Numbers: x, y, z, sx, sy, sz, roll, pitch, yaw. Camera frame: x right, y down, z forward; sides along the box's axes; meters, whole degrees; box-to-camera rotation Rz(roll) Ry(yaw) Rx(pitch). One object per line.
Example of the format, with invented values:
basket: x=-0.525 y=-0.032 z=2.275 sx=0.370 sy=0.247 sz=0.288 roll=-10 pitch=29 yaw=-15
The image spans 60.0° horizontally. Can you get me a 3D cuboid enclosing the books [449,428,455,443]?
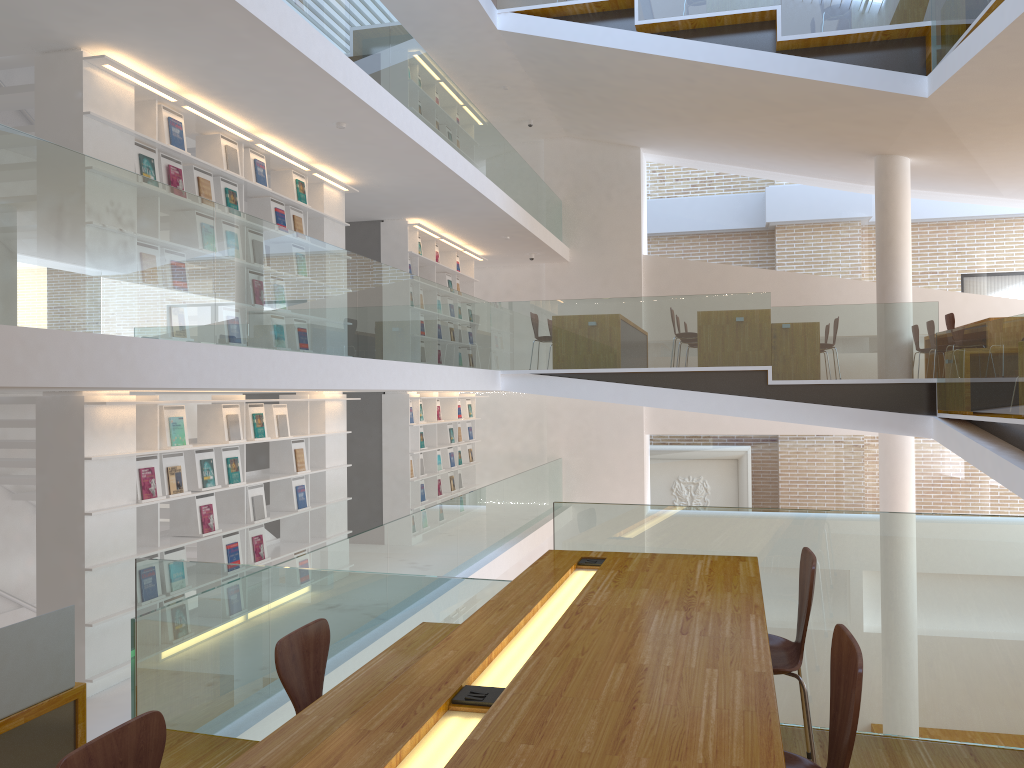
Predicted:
books: x=-0.832 y=0.716 z=12.274 sx=0.037 sy=0.210 sz=0.145 roll=-1 pitch=-1 yaw=14

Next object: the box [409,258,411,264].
box: x=-1.349 y=-1.391 z=10.752 sx=0.274 sy=0.296 sz=0.245 roll=-1 pitch=-1 yaw=14

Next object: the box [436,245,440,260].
box: x=-1.091 y=-1.711 z=11.782 sx=0.274 sy=0.296 sz=0.245 roll=-1 pitch=-1 yaw=14

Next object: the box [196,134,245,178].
box: x=-2.264 y=-1.756 z=6.888 sx=0.274 sy=0.296 sz=0.245 roll=-1 pitch=-1 yaw=14

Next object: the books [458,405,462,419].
books: x=-0.750 y=0.405 z=12.618 sx=0.037 sy=0.210 sz=0.145 roll=-1 pitch=-1 yaw=14

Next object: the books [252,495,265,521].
books: x=-2.047 y=1.010 z=7.168 sx=0.037 sy=0.210 sz=0.145 roll=-1 pitch=-1 yaw=14

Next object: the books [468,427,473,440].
books: x=-0.612 y=0.741 z=13.134 sx=0.037 sy=0.210 sz=0.145 roll=-1 pitch=-1 yaw=14

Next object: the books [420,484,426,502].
books: x=-1.121 y=1.359 z=11.082 sx=0.037 sy=0.210 sz=0.145 roll=-1 pitch=-1 yaw=14

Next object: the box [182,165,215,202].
box: x=-2.346 y=-1.431 z=6.542 sx=0.274 sy=0.296 sz=0.245 roll=-1 pitch=-1 yaw=14

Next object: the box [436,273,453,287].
box: x=-0.953 y=-1.376 z=12.321 sx=0.274 sy=0.296 sz=0.245 roll=-1 pitch=-1 yaw=14

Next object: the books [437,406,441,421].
books: x=-0.972 y=0.396 z=11.737 sx=0.037 sy=0.210 sz=0.145 roll=-1 pitch=-1 yaw=14

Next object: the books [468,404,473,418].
books: x=-0.618 y=0.404 z=13.138 sx=0.037 sy=0.210 sz=0.145 roll=-1 pitch=-1 yaw=14

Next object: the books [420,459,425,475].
books: x=-1.131 y=1.039 z=11.062 sx=0.037 sy=0.210 sz=0.145 roll=-1 pitch=-1 yaw=14

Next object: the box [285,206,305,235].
box: x=-1.996 y=-1.418 z=7.931 sx=0.274 sy=0.296 sz=0.245 roll=-1 pitch=-1 yaw=14

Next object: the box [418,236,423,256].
box: x=-1.259 y=-1.715 z=11.125 sx=0.274 sy=0.296 sz=0.245 roll=-1 pitch=-1 yaw=14

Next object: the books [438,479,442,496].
books: x=-0.962 y=1.369 z=11.725 sx=0.037 sy=0.210 sz=0.145 roll=-1 pitch=-1 yaw=14

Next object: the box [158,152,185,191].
box: x=-2.446 y=-1.434 z=6.198 sx=0.274 sy=0.296 sz=0.245 roll=-1 pitch=-1 yaw=14

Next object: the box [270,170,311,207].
box: x=-1.987 y=-1.746 z=7.982 sx=0.274 sy=0.296 sz=0.245 roll=-1 pitch=-1 yaw=14

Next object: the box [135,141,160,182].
box: x=-2.508 y=-1.438 z=5.900 sx=0.274 sy=0.296 sz=0.245 roll=-1 pitch=-1 yaw=14

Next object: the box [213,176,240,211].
box: x=-2.262 y=-1.428 z=6.877 sx=0.274 sy=0.296 sz=0.245 roll=-1 pitch=-1 yaw=14

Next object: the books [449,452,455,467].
books: x=-0.826 y=1.053 z=12.270 sx=0.037 sy=0.210 sz=0.145 roll=-1 pitch=-1 yaw=14

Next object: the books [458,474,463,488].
books: x=-0.741 y=1.381 z=12.591 sx=0.037 sy=0.210 sz=0.145 roll=-1 pitch=-1 yaw=14

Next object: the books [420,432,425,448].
books: x=-1.130 y=0.708 z=11.081 sx=0.037 sy=0.210 sz=0.145 roll=-1 pitch=-1 yaw=14

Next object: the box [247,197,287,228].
box: x=-2.079 y=-1.424 z=7.601 sx=0.274 sy=0.296 sz=0.245 roll=-1 pitch=-1 yaw=14

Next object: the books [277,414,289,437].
books: x=-1.955 y=0.367 z=7.566 sx=0.037 sy=0.210 sz=0.145 roll=-1 pitch=-1 yaw=14

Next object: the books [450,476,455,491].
books: x=-0.822 y=1.378 z=12.269 sx=0.037 sy=0.210 sz=0.145 roll=-1 pitch=-1 yaw=14

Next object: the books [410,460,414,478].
books: x=-1.227 y=1.026 z=10.692 sx=0.037 sy=0.210 sz=0.145 roll=-1 pitch=-1 yaw=14

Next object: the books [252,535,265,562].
books: x=-2.048 y=1.331 z=7.163 sx=0.037 sy=0.210 sz=0.145 roll=-1 pitch=-1 yaw=14

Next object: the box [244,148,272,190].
box: x=-2.161 y=-1.753 z=7.293 sx=0.274 sy=0.296 sz=0.245 roll=-1 pitch=-1 yaw=14

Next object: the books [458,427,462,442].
books: x=-0.746 y=0.719 z=12.614 sx=0.037 sy=0.210 sz=0.145 roll=-1 pitch=-1 yaw=14

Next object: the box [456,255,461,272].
box: x=-0.868 y=-1.701 z=12.676 sx=0.274 sy=0.296 sz=0.245 roll=-1 pitch=-1 yaw=14

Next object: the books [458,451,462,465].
books: x=-0.744 y=1.056 z=12.595 sx=0.037 sy=0.210 sz=0.145 roll=-1 pitch=-1 yaw=14

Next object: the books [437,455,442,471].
books: x=-0.966 y=1.041 z=11.729 sx=0.037 sy=0.210 sz=0.145 roll=-1 pitch=-1 yaw=14

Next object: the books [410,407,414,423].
books: x=-1.226 y=0.384 z=10.716 sx=0.037 sy=0.210 sz=0.145 roll=-1 pitch=-1 yaw=14

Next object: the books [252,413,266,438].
books: x=-2.051 y=0.343 z=7.189 sx=0.037 sy=0.210 sz=0.145 roll=-1 pitch=-1 yaw=14

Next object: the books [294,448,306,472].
books: x=-1.879 y=0.679 z=7.863 sx=0.037 sy=0.210 sz=0.145 roll=-1 pitch=-1 yaw=14

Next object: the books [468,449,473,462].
books: x=-0.608 y=1.066 z=13.133 sx=0.037 sy=0.210 sz=0.145 roll=-1 pitch=-1 yaw=14

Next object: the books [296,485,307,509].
books: x=-1.869 y=1.008 z=7.875 sx=0.037 sy=0.210 sz=0.145 roll=-1 pitch=-1 yaw=14

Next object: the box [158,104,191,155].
box: x=-2.437 y=-1.763 z=6.199 sx=0.274 sy=0.296 sz=0.245 roll=-1 pitch=-1 yaw=14

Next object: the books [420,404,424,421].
books: x=-1.142 y=0.354 z=11.063 sx=0.037 sy=0.210 sz=0.145 roll=-1 pitch=-1 yaw=14
